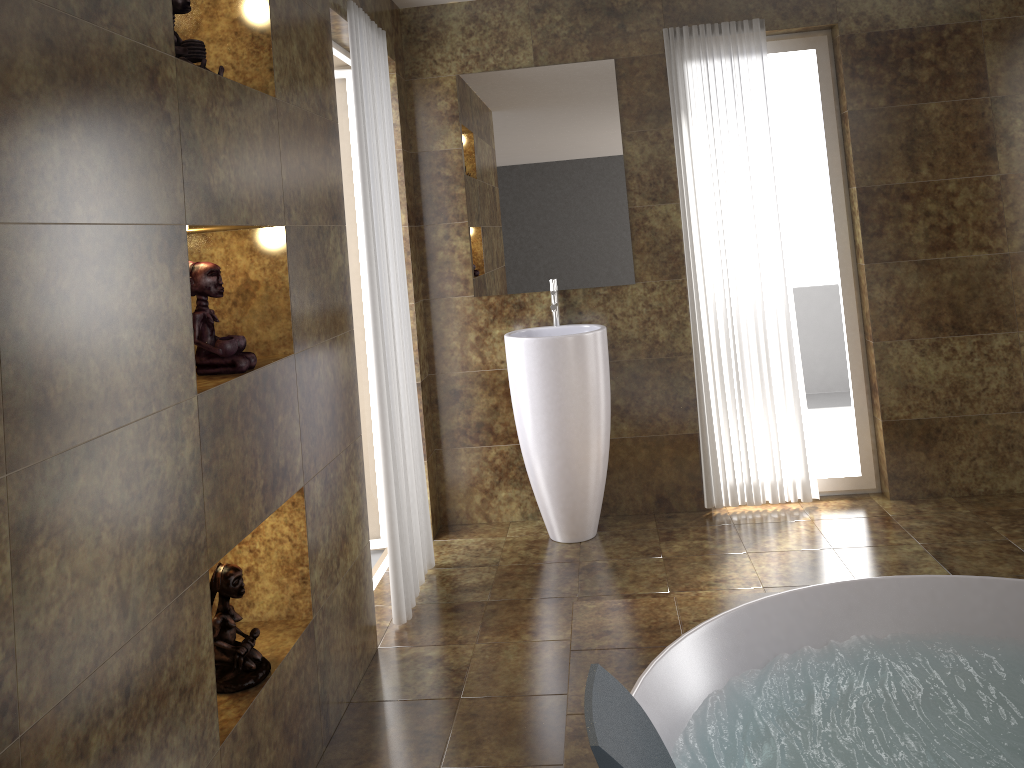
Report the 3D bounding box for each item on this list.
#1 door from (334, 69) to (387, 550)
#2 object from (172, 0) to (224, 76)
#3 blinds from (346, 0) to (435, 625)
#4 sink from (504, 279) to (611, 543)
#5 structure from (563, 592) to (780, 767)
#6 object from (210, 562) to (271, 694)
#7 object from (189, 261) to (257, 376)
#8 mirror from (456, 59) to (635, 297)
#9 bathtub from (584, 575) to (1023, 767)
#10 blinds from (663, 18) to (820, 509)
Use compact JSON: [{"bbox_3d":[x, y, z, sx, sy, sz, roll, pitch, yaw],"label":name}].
[{"bbox_3d":[-1.117,-0.317,3.916,0.963,2.219,0.039,-5,-3,-5],"label":"door"},{"bbox_3d":[-0.802,-0.865,2.098,0.152,0.266,0.122,-5,-1,6],"label":"object"},{"bbox_3d":[-0.465,-0.331,3.382,0.067,2.268,0.599,-5,-2,6],"label":"blinds"},{"bbox_3d":[0.221,0.106,3.852,0.457,1.132,0.437,-5,-2,8],"label":"sink"},{"bbox_3d":[1.103,0.892,1.766,2.000,0.123,2.034,-4,10,6],"label":"structure"},{"bbox_3d":[-0.663,0.561,2.057,0.152,0.273,0.152,-5,0,6],"label":"object"},{"bbox_3d":[-0.729,-0.167,2.123,0.174,0.284,0.111,-5,-1,6],"label":"object"},{"bbox_3d":[0.154,-0.985,4.135,0.766,1.088,0.008,-5,-3,5],"label":"mirror"},{"bbox_3d":[1.101,0.884,1.765,1.741,0.519,1.781,1,11,36],"label":"bathtub"},{"bbox_3d":[1.044,-0.574,3.999,0.518,2.256,0.067,-5,-3,5],"label":"blinds"}]
